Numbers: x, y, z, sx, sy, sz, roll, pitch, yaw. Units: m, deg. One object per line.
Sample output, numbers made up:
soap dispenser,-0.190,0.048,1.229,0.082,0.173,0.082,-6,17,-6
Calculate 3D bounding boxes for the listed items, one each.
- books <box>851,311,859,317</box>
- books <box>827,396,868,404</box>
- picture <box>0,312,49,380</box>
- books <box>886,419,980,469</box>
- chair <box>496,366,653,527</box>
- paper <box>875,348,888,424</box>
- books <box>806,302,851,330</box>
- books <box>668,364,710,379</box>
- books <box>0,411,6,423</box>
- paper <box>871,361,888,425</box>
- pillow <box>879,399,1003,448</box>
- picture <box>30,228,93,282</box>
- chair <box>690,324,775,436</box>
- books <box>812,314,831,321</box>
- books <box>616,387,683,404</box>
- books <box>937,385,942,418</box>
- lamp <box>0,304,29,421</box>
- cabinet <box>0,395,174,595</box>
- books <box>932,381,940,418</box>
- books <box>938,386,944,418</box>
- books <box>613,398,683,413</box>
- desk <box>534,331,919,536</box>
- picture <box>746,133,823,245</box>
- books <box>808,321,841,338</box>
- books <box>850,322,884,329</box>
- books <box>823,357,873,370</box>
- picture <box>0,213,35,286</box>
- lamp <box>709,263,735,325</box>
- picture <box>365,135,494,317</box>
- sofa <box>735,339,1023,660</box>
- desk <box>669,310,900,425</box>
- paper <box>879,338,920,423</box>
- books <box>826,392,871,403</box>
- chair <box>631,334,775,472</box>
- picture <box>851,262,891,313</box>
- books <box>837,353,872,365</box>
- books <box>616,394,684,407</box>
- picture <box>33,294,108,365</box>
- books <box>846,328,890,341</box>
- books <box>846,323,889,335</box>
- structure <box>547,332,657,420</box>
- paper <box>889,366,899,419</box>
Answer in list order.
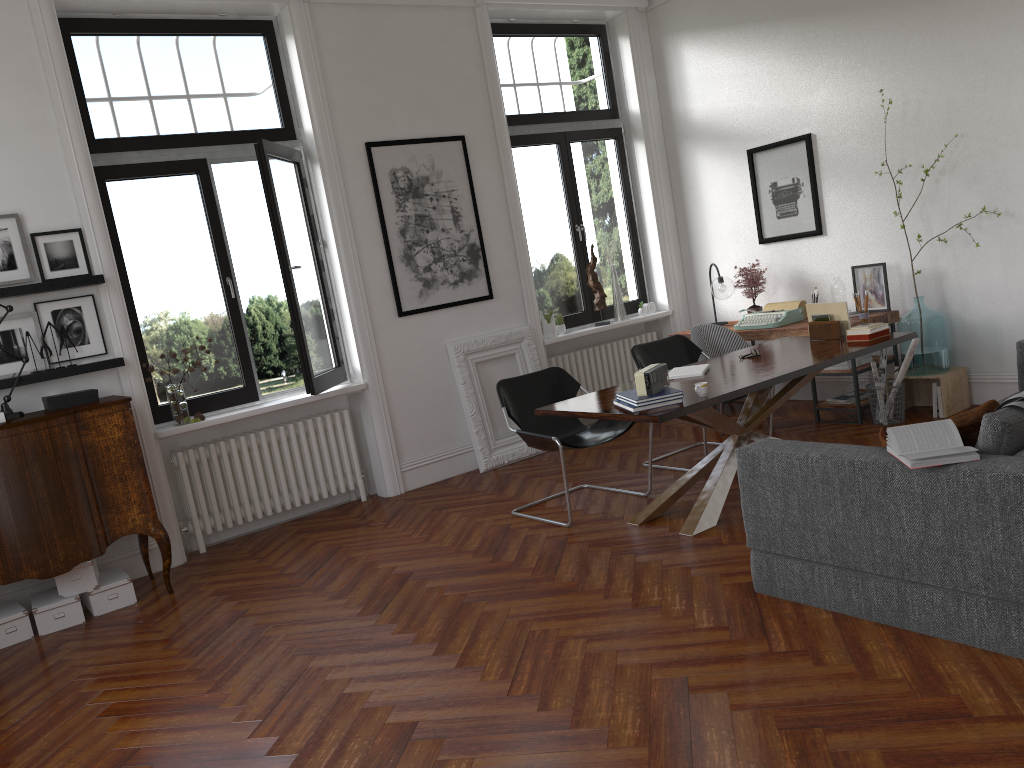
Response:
books,2.594,-0.532,6.808,0.213,0.031,0.128,-10,7,3
books,2.563,0.115,6.744,0.267,0.014,0.196,-15,9,-35
picture,-3.045,-0.217,5.313,0.432,0.366,0.020,-15,10,-33
books,1.481,0.206,3.142,0.225,0.096,0.278,-9,8,8
chair,0.376,0.355,5.583,0.750,0.875,0.745,-15,10,-33
paper,2.700,-0.038,6.472,0.293,0.628,0.047,-17,11,-41
books,2.079,-0.422,5.820,0.043,0.240,0.310,-16,10,-34
books,1.069,-0.074,5.376,0.231,0.026,0.324,-7,8,21
books,-3.015,0.217,4.965,0.294,0.057,0.229,-15,9,-34
paper,2.625,0.069,6.332,0.073,0.480,0.033,-10,9,3
pillow,1.647,0.276,3.443,0.470,0.398,0.329,-10,8,3
picture,-2.781,-0.794,5.478,0.289,0.304,0.020,-15,10,-33
chair,1.736,-0.071,6.956,0.546,0.902,0.716,-17,11,-41
books,2.040,-0.379,5.817,0.040,0.158,0.128,-16,10,-34
books,0.705,0.050,4.583,0.250,0.017,0.343,-11,7,-9
books,3.087,0.114,6.315,0.169,0.233,0.012,-15,10,-33
lamp,-2.974,-0.183,5.065,0.174,0.805,0.489,-7,9,20
cabinet,-2.740,0.800,5.114,1.262,1.222,0.640,-15,10,-33
books,3.074,0.100,6.343,0.187,0.258,0.054,-15,10,-33
books,3.095,0.114,6.305,0.169,0.233,0.012,-15,10,-33
books,0.698,0.089,4.594,0.264,0.027,0.346,-11,7,-9
desk,1.368,0.277,5.298,2.220,0.754,1.029,-15,9,-33
picture,2.282,-1.617,7.429,0.050,0.818,0.633,-16,10,-34
books,2.031,-0.348,5.761,0.028,0.125,0.221,-16,9,-34
books,2.212,-0.363,5.525,0.159,0.008,0.128,-15,9,-32
books,2.521,-0.157,6.661,0.308,0.038,0.225,-15,9,-34
picture,-3.088,-0.788,5.266,0.368,0.410,0.020,-15,10,-33
lamp,1.804,-0.784,7.766,0.207,0.551,0.440,-12,8,-11
picture,-0.627,-1.253,6.967,0.880,1.327,0.035,-15,10,-33
sofa,2.397,0.267,4.043,2.638,0.831,1.261,-15,9,-33
desk,2.214,-0.125,7.307,0.645,0.760,1.797,-15,9,-34
paper,2.740,-0.020,6.274,0.330,0.611,0.046,-4,10,36
books,2.560,0.100,6.741,0.267,0.014,0.196,-13,8,-22
chair,1.322,0.104,6.229,0.750,0.875,0.745,-15,10,-33
picture,2.750,-0.733,6.797,0.022,0.370,0.282,-16,10,-34
books,2.518,-0.193,6.667,0.308,0.038,0.225,-15,9,-33
books,0.708,0.066,4.585,0.250,0.017,0.343,-11,7,-9
picture,-2.744,-0.342,5.520,0.342,0.385,0.020,-15,10,-33
books,2.214,-0.307,5.509,0.215,0.040,0.159,-15,9,-32
books,2.212,-0.341,5.512,0.207,0.029,0.164,-15,9,-35
structure,0.875,0.010,8.332,1.449,0.781,0.225,-15,10,-33
paper,2.773,0.071,6.444,0.126,0.389,0.026,-12,9,-11
